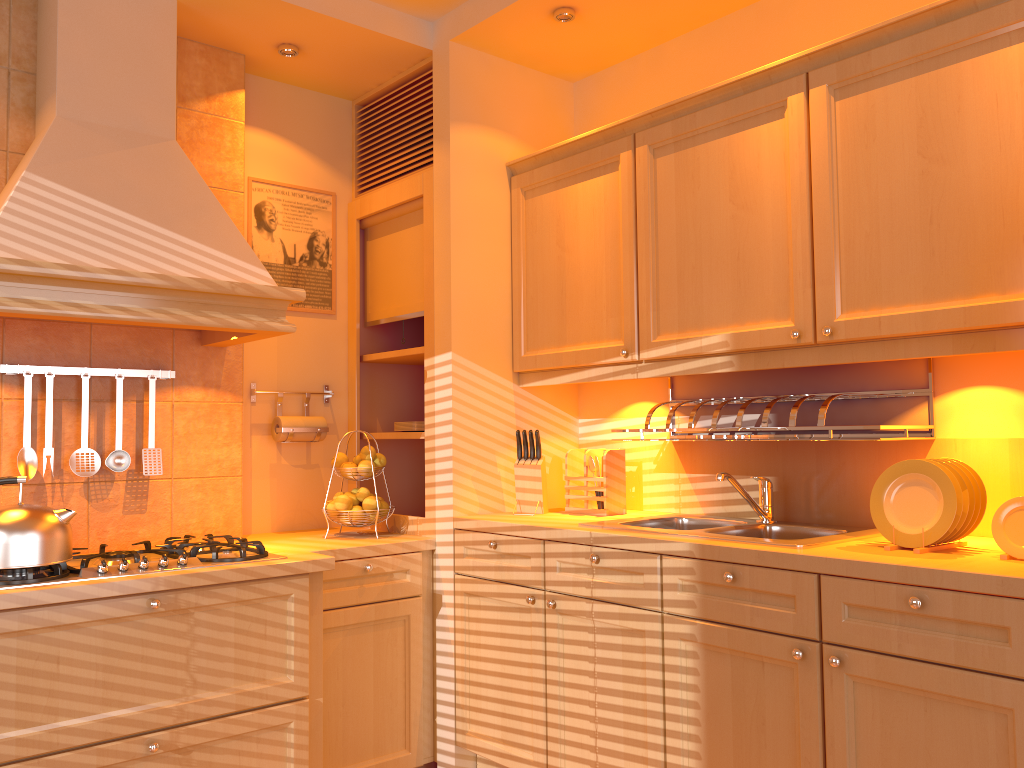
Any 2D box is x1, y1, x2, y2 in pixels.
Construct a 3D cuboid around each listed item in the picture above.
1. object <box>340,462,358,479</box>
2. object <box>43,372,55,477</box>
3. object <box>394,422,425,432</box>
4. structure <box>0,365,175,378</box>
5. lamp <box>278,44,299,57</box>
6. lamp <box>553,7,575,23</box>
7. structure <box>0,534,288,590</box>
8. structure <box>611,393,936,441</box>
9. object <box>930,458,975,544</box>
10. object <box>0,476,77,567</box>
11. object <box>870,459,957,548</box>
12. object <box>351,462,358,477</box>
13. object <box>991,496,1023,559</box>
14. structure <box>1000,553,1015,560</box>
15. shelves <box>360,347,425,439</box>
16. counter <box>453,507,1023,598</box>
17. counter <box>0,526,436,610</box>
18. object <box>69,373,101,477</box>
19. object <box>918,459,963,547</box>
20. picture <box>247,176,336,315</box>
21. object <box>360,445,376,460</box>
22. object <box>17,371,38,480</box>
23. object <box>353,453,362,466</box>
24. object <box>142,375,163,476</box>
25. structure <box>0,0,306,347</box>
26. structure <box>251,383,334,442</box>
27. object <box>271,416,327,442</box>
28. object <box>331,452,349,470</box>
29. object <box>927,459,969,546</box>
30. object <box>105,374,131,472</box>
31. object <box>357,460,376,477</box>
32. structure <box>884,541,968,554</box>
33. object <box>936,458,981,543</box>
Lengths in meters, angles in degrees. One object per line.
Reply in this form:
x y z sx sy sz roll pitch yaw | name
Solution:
-0.579 0.307 3.152 0.064 0.058 0.063 -2 -3 16 | object
-1.390 0.122 2.663 0.028 0.319 0.006 2 -4 -40 | object
-0.341 0.166 3.413 0.222 0.039 0.222 1 -4 -23 | object
-1.305 -0.038 2.759 0.506 0.024 0.009 2 -4 -40 | structure
-0.788 -1.173 3.123 0.070 0.021 0.070 -3 -4 33 | lamp
0.170 -1.197 2.882 0.070 0.021 0.070 -1 -3 10 | lamp
-1.117 0.489 2.519 0.797 0.051 0.494 2 -4 -40 | structure
0.722 0.103 2.608 0.300 0.126 0.900 2 -4 -40 | structure
0.988 0.276 2.091 0.049 0.200 0.205 2 -4 -39 | object
-1.261 0.343 2.267 0.242 0.215 0.251 -3 -4 37 | object
0.921 0.274 2.041 0.049 0.200 0.205 2 -4 -39 | object
-0.578 0.310 3.211 0.057 0.056 0.051 -1 -3 9 | object
1.074 0.300 1.856 0.037 0.129 0.133 2 -4 -40 | object
1.140 0.365 1.905 0.219 0.010 0.084 2 -4 -39 | structure
-0.224 0.230 3.503 0.582 0.702 0.600 2 -4 -40 | shelves
0.612 0.429 2.492 0.600 0.038 1.800 2 -4 -40 | counter
-1.260 0.531 2.493 2.250 0.038 0.770 2 -4 -40 | counter
-1.309 0.125 2.724 0.090 0.320 0.017 2 -4 -40 | object
0.943 0.275 2.058 0.049 0.200 0.205 2 -4 -39 | object
-0.844 -0.526 3.417 0.366 0.491 0.007 2 -4 -40 | picture
-0.511 0.247 3.153 0.055 0.059 0.058 -1 -3 6 | object
-1.427 0.122 2.617 0.055 0.323 0.028 2 -4 -40 | object
-0.547 0.273 3.186 0.050 0.051 0.051 0 -3 -16 | object
-1.155 0.132 2.852 0.061 0.323 0.020 2 -4 -40 | object
0.312 -0.686 1.970 4.091 1.148 1.061 -2 -4 24 | structure
-0.803 0.107 3.331 0.320 0.220 0.126 2 -4 -40 | structure
-0.795 0.168 3.319 0.186 0.094 0.096 2 -4 -40 | object
-0.619 0.277 3.187 0.061 0.064 0.063 1 -4 -31 | object
0.966 0.276 2.075 0.049 0.200 0.205 2 -4 -39 | object
-1.247 0.123 2.799 0.077 0.309 0.037 2 -4 -41 | object
-0.515 0.298 3.138 0.064 0.063 0.063 1 -4 -23 | object
0.965 0.376 2.064 0.219 0.010 0.084 2 -4 -37 | structure
1.010 0.277 2.108 0.049 0.200 0.205 2 -4 -39 | object
